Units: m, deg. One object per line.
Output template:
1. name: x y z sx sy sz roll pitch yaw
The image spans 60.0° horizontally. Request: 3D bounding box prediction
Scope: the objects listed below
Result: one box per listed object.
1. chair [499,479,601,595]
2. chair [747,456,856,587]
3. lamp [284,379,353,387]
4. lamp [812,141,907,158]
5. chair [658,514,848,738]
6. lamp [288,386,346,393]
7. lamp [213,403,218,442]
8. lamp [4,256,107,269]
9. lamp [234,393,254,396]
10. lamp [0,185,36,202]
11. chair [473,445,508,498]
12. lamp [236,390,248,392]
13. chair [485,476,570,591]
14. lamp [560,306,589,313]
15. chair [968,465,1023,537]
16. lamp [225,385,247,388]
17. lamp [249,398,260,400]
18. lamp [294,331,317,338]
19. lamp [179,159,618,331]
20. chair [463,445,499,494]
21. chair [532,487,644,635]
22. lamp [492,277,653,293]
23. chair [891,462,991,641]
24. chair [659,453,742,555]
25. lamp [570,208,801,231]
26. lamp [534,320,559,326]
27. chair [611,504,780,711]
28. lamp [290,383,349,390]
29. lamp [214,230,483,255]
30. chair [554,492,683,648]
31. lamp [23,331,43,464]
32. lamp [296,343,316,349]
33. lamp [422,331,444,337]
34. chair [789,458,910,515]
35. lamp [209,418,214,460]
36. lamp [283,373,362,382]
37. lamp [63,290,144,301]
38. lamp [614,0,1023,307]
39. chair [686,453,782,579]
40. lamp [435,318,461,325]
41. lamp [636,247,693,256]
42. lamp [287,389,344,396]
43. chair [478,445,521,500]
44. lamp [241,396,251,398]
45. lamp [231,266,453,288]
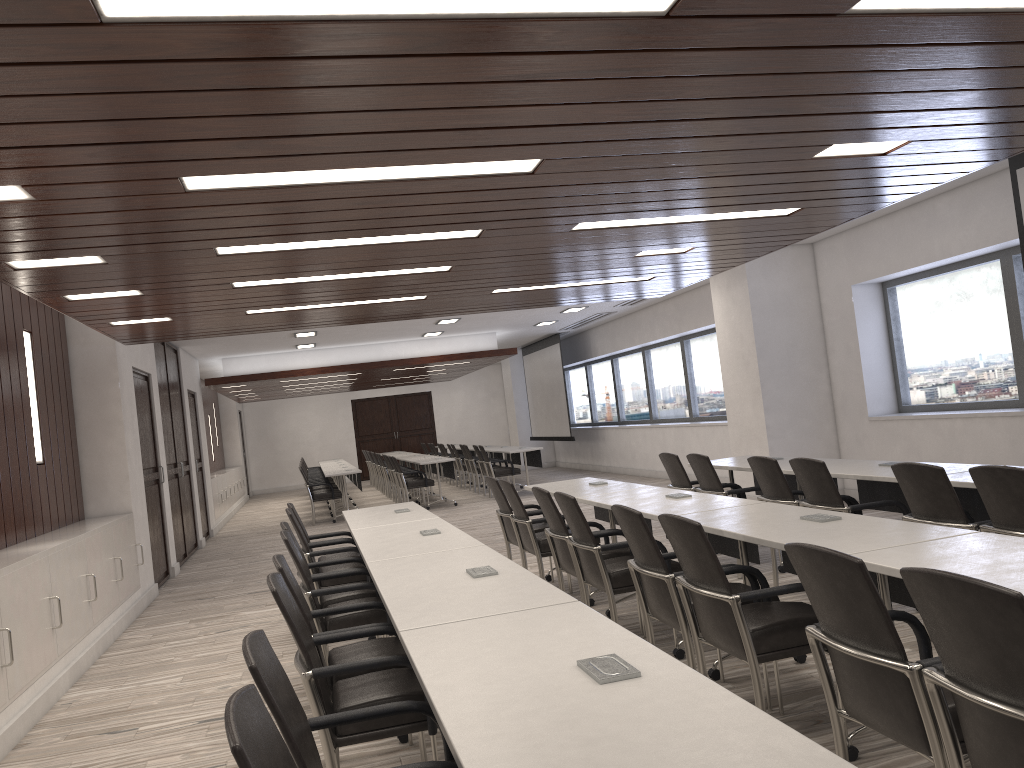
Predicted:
1. chair: 0.284 1.121 6.464 0.638 0.939 0.513 -6 -2 -14
2. chair: 1.960 0.902 5.842 0.638 0.939 0.513 -6 -2 -13
3. lamp: -3.845 -0.051 17.767 1.496 0.045 0.236 -6 -2 -13
4. lamp: 1.677 -1.159 4.287 0.421 0.046 0.236 -6 -2 -13
5. chair: 0.977 0.939 3.506 0.638 0.939 0.513 -6 -2 -14
6. lamp: -4.388 0.093 20.121 1.496 0.045 0.236 -6 -2 -13
7. lamp: -7.090 0.968 21.057 0.094 1.058 0.236 -6 -2 -13
8. lamp: -2.401 -0.665 4.673 0.464 0.045 0.236 -6 -2 -13
9. lamp: -5.637 0.192 18.696 0.464 0.045 0.236 -6 -2 -13
10. lamp: -2.104 -0.743 3.389 0.464 0.045 0.236 -6 -2 -13
11. chair: -0.318 1.504 15.663 0.638 0.939 0.513 -6 -2 -14
12. lamp: -5.340 0.114 17.412 0.464 0.045 0.236 -6 -2 -13
13. chair: 0.168 1.153 6.978 0.638 0.939 0.513 -6 -2 -14
14. lamp: 0.981 -1.227 14.057 0.324 0.120 0.519 -6 -2 -13
15. chair: 2.424 0.780 3.849 0.638 0.939 0.513 -6 -2 -13
16. lamp: -4.995 0.022 15.914 0.464 0.045 0.236 -6 -2 -13
17. lamp: -6.180 0.336 21.050 0.464 0.045 0.236 -6 -2 -13
18. lamp: -3.053 -0.783 13.099 0.324 0.120 0.519 -6 -2 -13
19. lamp: 0.487 -1.067 10.408 1.469 0.552 14.295 -7 -2 9
20. chair: -0.544 1.564 16.637 0.638 0.939 0.513 -6 -2 -13
21. chair: 0.503 1.062 5.488 0.638 0.939 0.513 -6 -2 -13
22. lamp: 0.545 -0.905 7.855 1.496 0.045 0.236 -6 -2 -13
23. chair: 2.293 0.813 4.357 0.638 0.939 0.513 -6 -2 -13
24. chair: 1.609 0.994 7.315 0.638 0.939 0.513 -6 -2 -13
25. lamp: 1.088 -1.049 5.501 1.496 0.045 0.236 -6 -2 -13
26. lamp: 0.597 -1.125 15.721 0.324 0.120 0.519 -6 -2 -13
27. chair: 0.840 0.973 4.018 0.638 0.939 0.513 -6 -2 -13
28. lamp: -4.141 0.028 19.051 1.496 0.045 0.236 -6 -2 -13
29. lamp: -0.905 -0.829 5.028 1.496 0.045 0.236 -6 -2 -13
30. chair: 0.619 1.032 4.978 0.638 0.939 0.513 -6 -2 -14
31. lamp: -3.854 0.111 7.034 0.094 1.058 0.236 -6 -2 -13
32. lamp: -3.437 -0.681 14.764 0.324 0.120 0.519 -6 -2 -13
33. lamp: -1.369 -0.909 15.255 0.324 0.120 0.519 -6 -2 -13
34. chair: 2.083 0.871 5.334 0.638 0.939 0.513 -6 -2 -13
35. lamp: -6.756 1.206 19.763 0.094 1.058 0.236 -6 -2 -13
36. lamp: -3.499 -0.142 16.269 1.496 0.045 0.236 -6 -2 -13
37. lamp: -2.647 -0.599 5.743 0.464 0.045 0.236 -6 -2 -13
38. lamp: 2.043 -1.319 8.391 1.499 0.552 12.001 -7 -2 3
39. chair: 1.741 0.961 6.811 0.638 0.939 0.513 -6 -2 -13
40. lamp: -0.985 -1.011 13.590 0.324 0.120 0.519 -6 -2 -13
41. lamp: 1.134 -1.015 6.641 0.421 0.046 0.236 -6 -2 -13
42. lamp: -4.684 0.172 21.405 1.496 0.045 0.236 -6 -2 -13
43. chair: -0.201 1.473 15.154 0.638 0.939 0.513 -6 -2 -13
44. lamp: -5.883 0.258 19.766 0.464 0.045 0.236 -6 -2 -13
45. lamp: -1.152 -0.764 6.098 1.496 0.045 0.236 -6 -2 -13
